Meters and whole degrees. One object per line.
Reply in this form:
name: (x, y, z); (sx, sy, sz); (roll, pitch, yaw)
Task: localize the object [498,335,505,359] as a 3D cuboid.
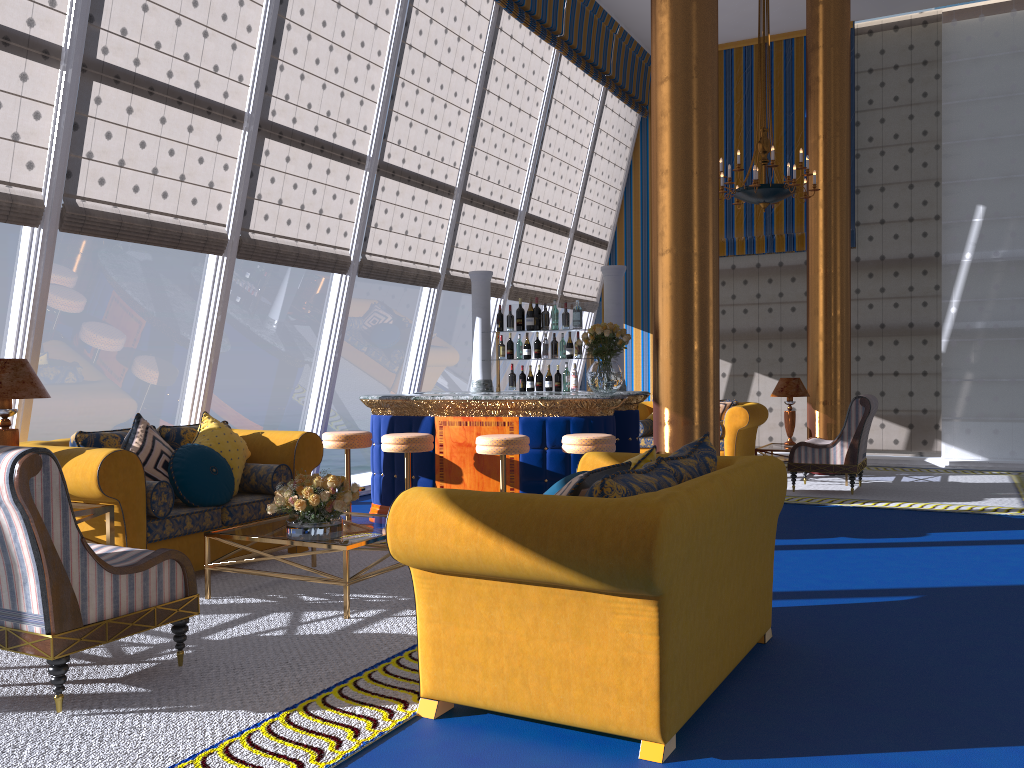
object: (-0.095, -0.338, 8.162); (0.066, 0.225, 0.066); (-1, 1, -4)

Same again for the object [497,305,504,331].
object: (-0.110, -0.611, 8.235); (0.065, 0.244, 0.066); (0, 1, 31)

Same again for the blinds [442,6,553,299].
blinds: (-0.078, -2.725, 9.968); (0.867, 3.395, 1.376); (0, 1, 27)

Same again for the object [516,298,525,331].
object: (0.077, -0.637, 8.125); (0.080, 0.303, 0.082); (0, 1, 33)

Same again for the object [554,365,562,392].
object: (0.418, -0.052, 8.047); (0.065, 0.244, 0.065); (0, 1, 8)

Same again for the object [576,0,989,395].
object: (1.140, -7.025, 4.690); (62.649, 33.610, 63.885); (0, 1, 33)

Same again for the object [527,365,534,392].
object: (0.170, -0.050, 8.113); (0.068, 0.244, 0.069); (0, 1, 8)

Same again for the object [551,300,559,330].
object: (0.387, -0.624, 7.993); (0.068, 0.271, 0.070); (0, 2, 38)

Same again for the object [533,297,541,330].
object: (0.226, -0.639, 8.079); (0.080, 0.303, 0.082); (1, 2, 44)

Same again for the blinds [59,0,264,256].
blinds: (-2.153, -2.662, 5.933); (0.867, 3.395, 1.376); (0, 1, 27)

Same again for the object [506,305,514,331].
object: (-0.016, -0.612, 8.237); (0.073, 0.246, 0.072); (-1, 1, -14)

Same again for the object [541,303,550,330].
object: (0.303, -0.610, 8.042); (0.076, 0.248, 0.076); (-1, 1, -9)

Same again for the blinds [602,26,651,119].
blinds: (1.629, -4.296, 12.394); (0.335, 0.830, 1.537); (0, 1, 27)

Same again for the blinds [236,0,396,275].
blinds: (-1.462, -2.683, 7.276); (0.867, 3.395, 1.376); (0, 1, 27)

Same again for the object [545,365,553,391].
object: (0.336, -0.055, 8.064); (0.068, 0.244, 0.069); (0, 1, 8)

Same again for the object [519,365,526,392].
object: (0.098, -0.050, 8.147); (0.065, 0.244, 0.066); (0, 1, 31)

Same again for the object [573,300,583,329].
object: (0.590, -0.623, 7.980); (0.091, 0.259, 0.092); (0, 1, 10)

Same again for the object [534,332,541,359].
object: (0.233, -0.351, 8.064); (0.065, 0.244, 0.065); (0, 1, 8)

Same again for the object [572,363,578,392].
object: (0.568, -0.059, 8.018); (0.061, 0.258, 0.062); (0, 1, 27)

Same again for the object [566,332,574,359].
object: (0.521, -0.350, 7.985); (0.068, 0.244, 0.069); (0, 1, 8)

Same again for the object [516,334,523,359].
object: (0.069, -0.343, 8.125); (0.059, 0.230, 0.058); (-1, 1, -14)

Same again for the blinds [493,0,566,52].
blinds: (0.207, -4.252, 9.630); (0.335, 0.830, 1.537); (0, 1, 27)

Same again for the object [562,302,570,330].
object: (0.484, -0.614, 7.988); (0.073, 0.246, 0.072); (-1, 1, -14)

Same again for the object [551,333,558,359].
object: (0.384, -0.345, 8.028); (0.071, 0.232, 0.071); (0, 1, 6)

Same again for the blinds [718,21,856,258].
blinds: (3.376, -3.289, 12.360); (2.638, 2.991, 0.153); (0, 1, 26)

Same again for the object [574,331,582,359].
object: (0.595, -0.350, 7.952); (0.072, 0.244, 0.071); (-2, 2, -42)

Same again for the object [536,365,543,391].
object: (0.250, -0.054, 8.076); (0.065, 0.244, 0.065); (0, 1, 8)

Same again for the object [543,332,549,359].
object: (0.304, -0.349, 8.033); (0.057, 0.239, 0.057); (-1, 1, 1)

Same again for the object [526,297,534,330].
object: (0.171, -0.637, 8.078); (0.084, 0.303, 0.085); (0, 1, 21)

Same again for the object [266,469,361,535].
object: (-1.095, 0.658, 4.967); (0.453, 0.388, 0.505); (0, 1, 8)

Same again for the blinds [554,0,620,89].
blinds: (0.917, -4.274, 11.010); (0.335, 0.830, 1.537); (0, 1, 27)

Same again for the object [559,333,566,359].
object: (0.458, -0.346, 8.015); (0.059, 0.230, 0.058); (-1, 1, -14)

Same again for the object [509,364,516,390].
object: (0.003, -0.066, 8.154); (0.071, 0.242, 0.071); (0, 1, 9)

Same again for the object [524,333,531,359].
object: (0.140, -0.347, 8.092); (0.068, 0.244, 0.069); (0, 1, 8)

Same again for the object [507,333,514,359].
object: (-0.015, -0.350, 8.151); (0.065, 0.244, 0.065); (0, 1, 8)

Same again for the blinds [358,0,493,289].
blinds: (-0.756, -2.704, 8.649); (0.867, 3.395, 1.376); (0, 1, 27)

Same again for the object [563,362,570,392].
object: (0.495, -0.064, 8.044); (0.069, 0.269, 0.068); (-1, 1, -12)

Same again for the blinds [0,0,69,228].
blinds: (-2.842, -2.641, 4.594); (0.867, 3.395, 1.376); (0, 1, 27)

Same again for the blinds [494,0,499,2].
blinds: (-0.505, -4.231, 8.245); (0.335, 0.830, 1.537); (0, 1, 27)
